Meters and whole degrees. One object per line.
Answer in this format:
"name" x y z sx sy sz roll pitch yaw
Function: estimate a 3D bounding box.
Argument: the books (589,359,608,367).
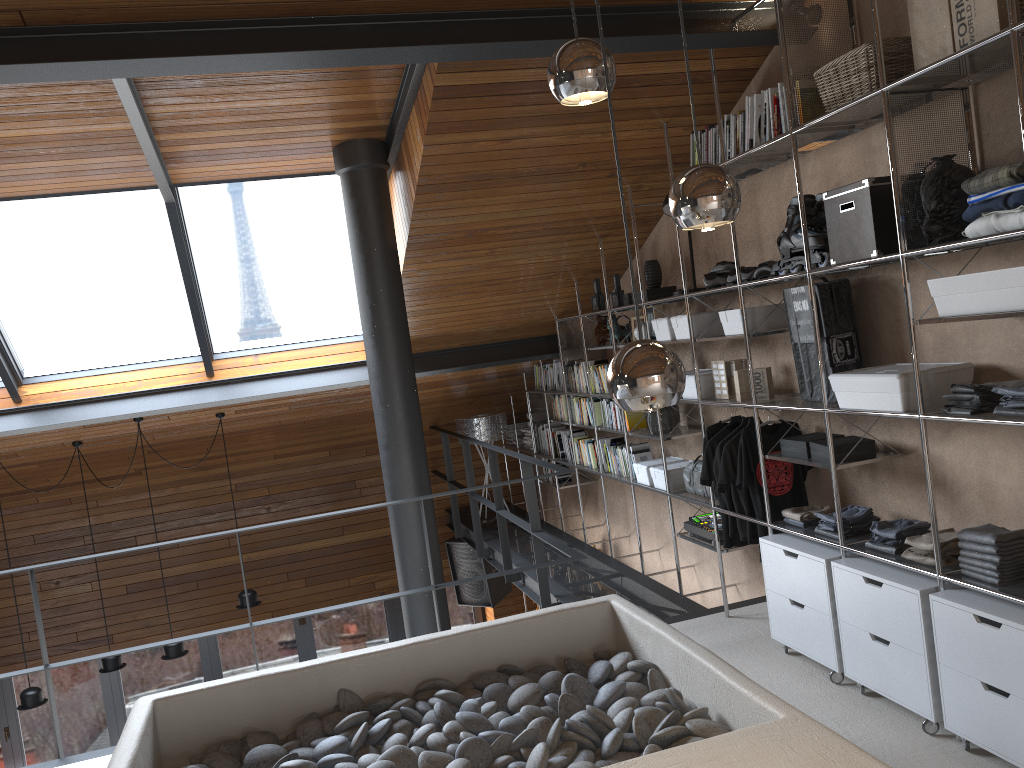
"books" 0.657 -0.062 6.547 0.148 0.233 0.053 -8 3 -15

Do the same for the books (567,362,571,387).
"books" 0.509 -0.064 7.028 0.129 0.231 0.010 -8 3 -15

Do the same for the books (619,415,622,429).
"books" 0.807 0.232 6.138 0.128 0.143 0.009 -8 3 -15

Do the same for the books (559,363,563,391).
"books" 0.465 -0.066 7.224 0.148 0.233 0.053 -8 3 -15

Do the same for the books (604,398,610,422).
"books" 0.768 0.194 6.393 0.192 0.204 0.012 -8 3 -15

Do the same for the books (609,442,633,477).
"books" 0.801 0.531 6.301 0.136 0.210 0.273 -8 3 -15

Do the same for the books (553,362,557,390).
"books" 0.416 -0.071 7.342 0.148 0.229 0.073 -8 3 -15

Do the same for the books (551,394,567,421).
"books" 0.445 0.186 7.375 0.130 0.216 0.311 -8 3 -15

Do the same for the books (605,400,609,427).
"books" 0.750 0.205 6.376 0.148 0.190 0.013 -8 3 -15

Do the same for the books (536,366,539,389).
"books" 0.293 -0.066 7.894 0.149 0.202 0.067 -8 3 -15

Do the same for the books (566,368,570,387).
"books" 0.509 -0.053 7.074 0.148 0.206 0.018 -8 3 -15

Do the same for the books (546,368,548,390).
"books" 0.351 -0.049 7.566 0.111 0.194 0.059 -8 3 -15

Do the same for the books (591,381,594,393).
"books" 0.648 -0.047 6.554 0.149 0.205 0.049 -8 3 -15

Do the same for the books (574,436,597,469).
"books" 0.610 0.527 6.926 0.139 0.211 0.467 -8 3 -15

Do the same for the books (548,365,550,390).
"books" 0.377 -0.061 7.533 0.137 0.213 0.068 -8 3 -15

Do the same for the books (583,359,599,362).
"books" 0.613 -0.062 6.653 0.143 0.236 0.062 -8 3 -15

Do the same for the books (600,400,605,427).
"books" 0.722 0.206 6.436 0.148 0.190 0.013 -8 3 -15

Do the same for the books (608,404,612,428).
"books" 0.764 0.216 6.310 0.146 0.171 0.018 -8 3 -15

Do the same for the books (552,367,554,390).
"books" 0.402 -0.054 7.450 0.123 0.201 0.071 -8 3 -15

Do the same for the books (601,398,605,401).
"books" 0.754 0.192 6.456 0.207 0.207 0.010 -8 3 -15

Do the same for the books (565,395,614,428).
"books" 0.623 0.192 6.770 0.138 0.212 1.040 -8 3 -15

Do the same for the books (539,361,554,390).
"books" 0.315 -0.074 7.784 0.143 0.233 0.081 -8 3 -15

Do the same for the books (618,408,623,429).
"books" 0.804 0.223 6.099 0.130 0.167 0.046 -8 3 -15

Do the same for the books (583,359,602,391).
"books" 0.618 -0.058 6.572 0.148 0.233 0.053 -8 3 -15

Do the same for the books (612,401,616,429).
"books" 0.780 0.208 6.226 0.148 0.190 0.013 -8 3 -15

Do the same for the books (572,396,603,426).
"books" 0.610 0.200 6.744 0.139 0.208 0.494 -8 3 -15

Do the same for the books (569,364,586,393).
"books" 0.532 -0.053 6.920 0.131 0.216 0.509 -8 3 -15

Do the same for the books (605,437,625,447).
"books" 0.767 0.512 6.454 0.148 0.233 0.053 -8 3 -15

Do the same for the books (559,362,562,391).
"books" 0.487 -0.078 7.288 0.191 0.244 0.075 -8 3 -15

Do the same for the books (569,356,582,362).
"books" 0.521 -0.085 7.047 0.143 0.268 0.020 -8 3 -15

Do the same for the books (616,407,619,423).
"books" 0.805 0.218 6.178 0.148 0.167 0.014 -8 3 -15

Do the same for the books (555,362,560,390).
"books" 0.429 -0.070 7.297 0.148 0.229 0.073 -8 3 -15

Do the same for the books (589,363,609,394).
"books" 0.700 -0.039 6.280 0.139 0.206 0.497 -8 3 -15

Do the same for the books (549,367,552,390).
"books" 0.381 -0.056 7.520 0.131 0.202 0.068 -8 3 -15

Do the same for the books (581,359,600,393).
"books" 0.605 -0.058 6.619 0.148 0.233 0.053 -8 3 -15

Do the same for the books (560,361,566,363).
"books" 0.469 -0.074 7.268 0.148 0.229 0.073 -8 3 -15

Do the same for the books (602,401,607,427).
"books" 0.745 0.204 6.413 0.169 0.189 0.018 -8 3 -15

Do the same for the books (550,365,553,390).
"books" 0.392 -0.061 7.477 0.133 0.215 0.070 -8 3 -15

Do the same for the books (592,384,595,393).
"books" 0.648 -0.034 6.527 0.131 0.180 0.042 -8 3 -15

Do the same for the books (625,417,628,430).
"books" 0.831 0.233 6.031 0.131 0.147 0.045 -8 3 -15

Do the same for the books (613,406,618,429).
"books" 0.784 0.222 6.211 0.143 0.161 0.019 -8 3 -15

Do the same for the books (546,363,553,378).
"books" 0.353 -0.065 7.576 0.122 0.227 0.076 -8 3 -15

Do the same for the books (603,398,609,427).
"books" 0.760 0.193 6.403 0.191 0.207 0.012 -8 3 -15

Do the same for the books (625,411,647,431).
"books" 0.836 0.224 6.017 0.129 0.165 0.056 -8 3 -15

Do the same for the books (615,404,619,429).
"books" 0.798 0.204 6.194 0.146 0.195 0.023 -8 3 -15

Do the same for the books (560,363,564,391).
"books" 0.475 -0.068 7.204 0.148 0.234 0.033 -8 3 -15

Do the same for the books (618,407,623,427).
"books" 0.815 0.222 6.088 0.148 0.167 0.053 -8 3 -15

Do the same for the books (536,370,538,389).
"books" 0.284 -0.054 7.908 0.131 0.178 0.057 -8 3 -15

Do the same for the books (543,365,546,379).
"books" 0.354 -0.066 7.654 0.161 0.220 0.074 -8 3 -15

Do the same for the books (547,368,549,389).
"books" 0.372 -0.051 7.549 0.138 0.189 0.065 -8 3 -15

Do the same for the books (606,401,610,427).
"books" 0.758 0.206 6.348 0.161 0.187 0.021 -8 3 -15

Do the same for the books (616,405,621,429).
"books" 0.803 0.208 6.163 0.148 0.190 0.013 -8 3 -15

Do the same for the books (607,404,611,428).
"books" 0.748 0.220 6.320 0.130 0.169 0.010 -8 3 -15

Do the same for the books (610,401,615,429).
"books" 0.772 0.208 6.237 0.148 0.190 0.013 -8 3 -15

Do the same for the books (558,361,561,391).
"books" 0.479 -0.080 7.297 0.191 0.249 0.077 -8 3 -15

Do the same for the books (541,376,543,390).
"books" 0.318 -0.052 7.709 0.127 0.197 0.063 -8 3 -15
